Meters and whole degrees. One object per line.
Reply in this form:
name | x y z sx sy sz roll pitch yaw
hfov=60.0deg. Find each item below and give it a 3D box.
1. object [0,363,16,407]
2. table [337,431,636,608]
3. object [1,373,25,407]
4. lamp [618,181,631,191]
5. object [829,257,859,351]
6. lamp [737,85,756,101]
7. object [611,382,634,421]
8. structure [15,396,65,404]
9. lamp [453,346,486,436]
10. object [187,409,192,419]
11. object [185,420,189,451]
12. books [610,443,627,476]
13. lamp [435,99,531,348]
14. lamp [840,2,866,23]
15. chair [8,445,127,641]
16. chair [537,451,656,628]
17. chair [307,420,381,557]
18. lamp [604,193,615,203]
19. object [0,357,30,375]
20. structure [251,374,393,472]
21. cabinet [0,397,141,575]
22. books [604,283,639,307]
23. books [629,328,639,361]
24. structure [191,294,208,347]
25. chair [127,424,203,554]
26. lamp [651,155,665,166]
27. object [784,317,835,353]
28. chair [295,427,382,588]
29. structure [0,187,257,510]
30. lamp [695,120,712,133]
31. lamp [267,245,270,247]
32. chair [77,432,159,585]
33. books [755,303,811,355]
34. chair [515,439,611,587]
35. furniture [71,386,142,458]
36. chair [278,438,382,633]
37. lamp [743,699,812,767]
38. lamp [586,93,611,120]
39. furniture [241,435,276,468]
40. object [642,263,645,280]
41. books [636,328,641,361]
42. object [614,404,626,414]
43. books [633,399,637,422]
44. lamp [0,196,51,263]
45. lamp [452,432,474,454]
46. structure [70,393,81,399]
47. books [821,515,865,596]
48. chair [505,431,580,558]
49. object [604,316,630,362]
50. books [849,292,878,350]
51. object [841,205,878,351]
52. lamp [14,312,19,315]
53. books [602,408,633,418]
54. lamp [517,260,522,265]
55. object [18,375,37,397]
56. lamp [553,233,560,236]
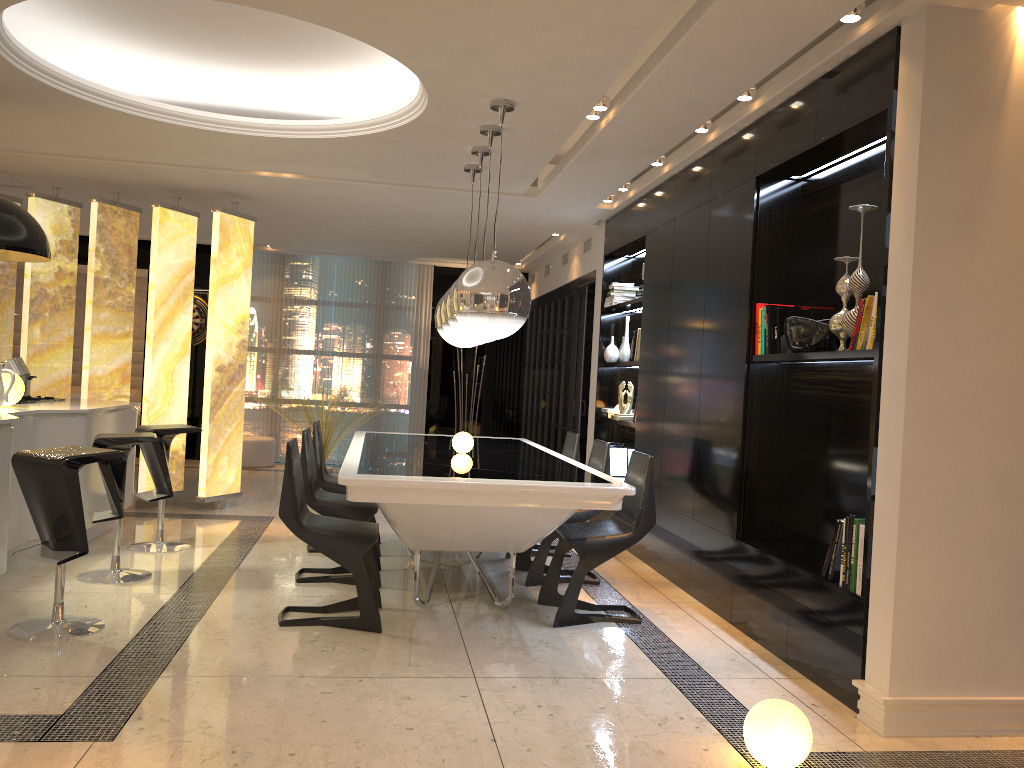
object | -2.887 0.008 4.901 0.183 0.254 0.211 3 0 43
table | -0.330 0.781 5.243 1.293 0.759 3.031 3 0 -9
object | -2.938 0.025 5.122 0.213 0.214 0.212 3 0 42
lamp | 0.834 -1.508 6.633 0.107 0.127 0.107 3 0 -27
object | 1.462 -0.342 3.893 0.121 0.416 0.121 3 0 -13
lamp | 1.166 -1.483 4.435 0.107 0.127 0.107 3 0 -27
object | 0.908 0.136 7.090 0.177 0.311 0.177 3 0 -9
structure | -3.358 0.095 5.866 0.502 0.026 0.811 3 0 -9
lamp | -0.573 0.226 11.304 0.418 1.801 0.200 3 0 -9
object | -4.025 0.440 10.639 0.330 0.297 0.032 3 0 -9
object | -4.024 0.688 10.546 0.261 0.508 0.325 3 0 -9
books | 0.847 0.640 7.539 0.210 0.270 0.236 3 0 -9
lamp | -0.188 -0.847 5.271 0.408 1.226 1.827 3 0 -9
lamp | 1.316 -1.471 3.442 0.107 0.127 0.107 3 0 -27
chair | -1.975 0.681 3.895 0.380 0.789 0.380 3 0 24
chair | 0.436 0.776 4.600 0.496 0.858 0.523 3 0 -9
chair | -1.110 0.687 5.977 0.496 0.858 0.523 3 0 -9
lamp | 0.767 -1.513 7.077 0.107 0.127 0.107 3 0 -27
object | -3.330 -0.076 5.866 0.249 0.212 0.256 3 0 27
structure | -2.245 0.468 10.486 1.282 1.142 1.275 3 0 38
cabinet | -3.015 0.573 4.760 1.046 0.887 3.752 3 0 -9
books | 0.926 -0.742 7.475 0.259 0.188 0.302 3 0 -2
books | 1.021 -0.294 6.816 0.207 0.256 0.245 3 0 -10
structure | -4.041 -0.792 10.999 0.669 0.669 0.048 3 0 -9
chair | -2.250 0.660 5.711 0.380 0.789 0.380 3 0 -41
lamp | 0.955 -1.499 5.829 0.107 0.127 0.107 3 0 -27
object | 1.390 -0.221 4.152 0.193 0.177 0.375 3 0 -8
chair | -0.984 0.697 5.137 0.496 0.858 0.523 3 0 -9
structure | -3.291 -0.285 7.235 2.180 2.555 0.448 3 0 -9
lamp | 1.077 -1.490 5.025 0.107 0.127 0.107 3 0 -27
lamp | -2.924 -1.726 10.736 0.107 0.127 0.107 3 0 10
chair | -2.165 0.667 4.881 0.380 0.789 0.380 3 0 -26
books | 1.363 -0.272 4.463 0.210 0.270 0.236 3 0 -9
chair | 0.309 0.766 5.440 0.496 0.858 0.523 3 0 -9
furniture | -5.318 0.464 11.401 1.312 0.810 1.107 3 0 -9
chair | -0.854 0.707 4.280 0.496 0.858 0.523 3 0 -9
lamp | 0.854 1.127 2.853 0.212 0.214 0.213 3 0 31
lamp | 0.461 -1.523 4.805 0.107 0.127 0.271 3 0 -9
furniture | -3.244 0.804 10.754 0.735 0.357 0.735 3 0 -7
object | 1.065 -0.787 6.911 0.111 0.301 0.111 3 0 -13
books | 1.053 -0.295 6.610 0.212 0.261 0.252 3 0 -9
object | 0.897 0.224 7.258 0.125 0.125 0.125 3 0 31
books | 1.023 0.180 6.622 0.182 0.232 0.284 3 0 -6
lamp | -2.867 -1.156 4.793 0.710 0.898 0.710 3 0 2
lamp | -0.285 0.341 5.150 0.125 0.125 0.125 3 0 42
structure | -5.895 0.437 8.792 2.912 0.812 1.659 3 0 -9
books | 1.432 0.672 3.582 0.222 0.296 0.345 3 0 -9
chair | 0.189 0.757 6.237 0.496 0.858 0.523 3 0 -9
object | 0.888 -0.372 7.462 0.210 0.395 0.180 3 0 -5
books | 1.499 -0.247 3.552 0.189 0.238 0.290 3 0 -10
object | 1.464 -0.439 3.739 0.121 0.612 0.121 3 0 -13
lamp | -5.809 -1.254 8.803 1.578 0.995 0.939 3 0 -8
books | 0.882 0.248 7.471 0.209 0.073 0.266 3 0 -5
lamp | 0.079 -1.564 11.146 0.107 0.127 0.107 3 0 -27
object | -3.328 0.010 5.870 0.266 0.147 0.253 3 0 34
lamp | 0.433 -1.537 8.803 0.107 0.127 0.107 3 0 -27
